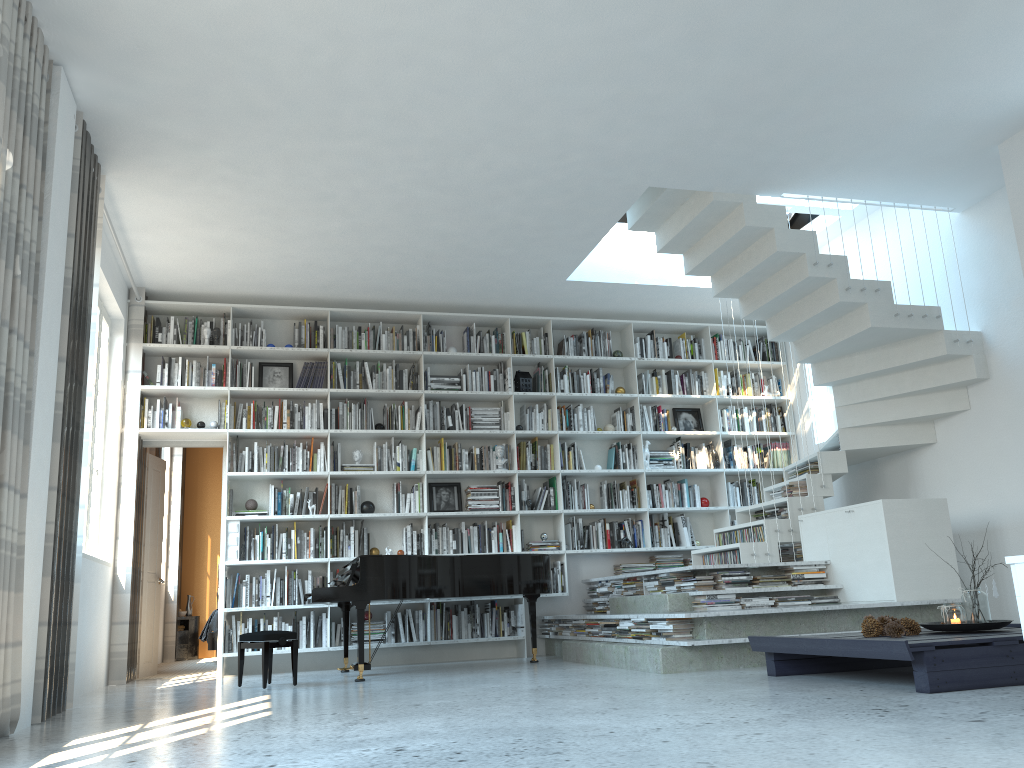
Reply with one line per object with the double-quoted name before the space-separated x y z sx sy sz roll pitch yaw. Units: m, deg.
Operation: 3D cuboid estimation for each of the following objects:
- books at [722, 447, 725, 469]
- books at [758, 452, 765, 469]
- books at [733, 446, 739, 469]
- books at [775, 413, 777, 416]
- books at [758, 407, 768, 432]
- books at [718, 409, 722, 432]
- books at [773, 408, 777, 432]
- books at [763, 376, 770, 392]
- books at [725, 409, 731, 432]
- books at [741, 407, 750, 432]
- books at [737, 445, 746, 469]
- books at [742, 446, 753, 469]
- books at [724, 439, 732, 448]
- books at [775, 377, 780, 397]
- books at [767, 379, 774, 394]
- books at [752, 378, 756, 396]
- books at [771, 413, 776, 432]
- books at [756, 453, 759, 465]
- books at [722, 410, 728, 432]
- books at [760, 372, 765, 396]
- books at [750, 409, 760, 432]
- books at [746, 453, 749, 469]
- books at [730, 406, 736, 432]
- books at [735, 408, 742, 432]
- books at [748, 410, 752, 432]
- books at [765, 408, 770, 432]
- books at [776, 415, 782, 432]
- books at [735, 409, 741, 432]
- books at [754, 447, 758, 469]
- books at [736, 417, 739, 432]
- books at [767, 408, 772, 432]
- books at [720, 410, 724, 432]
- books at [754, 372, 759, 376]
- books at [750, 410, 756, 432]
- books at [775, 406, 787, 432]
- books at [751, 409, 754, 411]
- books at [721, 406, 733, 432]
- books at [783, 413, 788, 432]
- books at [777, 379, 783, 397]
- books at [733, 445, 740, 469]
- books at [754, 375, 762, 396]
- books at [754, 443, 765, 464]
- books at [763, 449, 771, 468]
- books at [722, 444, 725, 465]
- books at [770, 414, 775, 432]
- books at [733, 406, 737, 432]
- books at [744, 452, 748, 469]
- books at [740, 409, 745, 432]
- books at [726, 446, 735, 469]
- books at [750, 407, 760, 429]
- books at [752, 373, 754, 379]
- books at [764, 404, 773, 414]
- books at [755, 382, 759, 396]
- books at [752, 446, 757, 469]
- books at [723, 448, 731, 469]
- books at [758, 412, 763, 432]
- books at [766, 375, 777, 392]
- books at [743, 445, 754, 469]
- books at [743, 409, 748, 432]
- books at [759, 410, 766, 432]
"books" 2.082 0.765 8.879 0.010 0.238 0.148 1 -14 -15
"books" 2.486 0.793 8.952 0.024 0.180 0.191 1 -14 -15
"books" 2.211 0.760 8.896 0.026 0.245 0.181 1 -14 -15
"books" 2.718 0.430 9.162 0.024 0.229 0.131 1 -14 -15
"books" 2.566 0.395 9.099 0.012 0.282 0.152 1 -14 -15
"books" 2.074 0.399 8.960 0.012 0.253 0.161 1 -14 -15
"books" 2.676 0.399 9.138 0.013 0.282 0.149 1 -14 -15
"books" 2.606 0.055 9.199 0.070 0.253 0.154 1 -14 -15
"books" 2.152 0.398 8.978 0.026 0.256 0.174 1 -14 -15
"books" 2.357 0.390 9.041 0.030 0.283 0.166 1 -14 -15
"books" 2.271 0.753 8.914 0.056 0.261 0.177 1 -14 -15
"books" 2.358 0.763 8.942 0.022 0.246 0.181 1 -14 -15
"books" 2.185 0.727 8.918 0.012 0.321 0.142 1 -14 -15
"books" 2.729 0.063 9.239 0.040 0.246 0.160 1 -14 -15
"books" 2.652 0.075 9.204 0.023 0.213 0.181 1 -14 -15
"books" 2.459 0.069 9.141 0.013 0.212 0.187 1 -14 -15
"books" 2.649 0.427 9.116 0.025 0.219 0.178 1 -14 -15
"books" 2.456 0.791 8.988 0.014 0.206 0.138 1 -14 -15
"books" 2.120 0.399 8.957 0.023 0.247 0.182 1 -14 -15
"books" 2.559 0.039 9.194 0.023 0.286 0.163 1 -14 -15
"books" 2.465 0.405 9.068 0.023 0.257 0.184 1 -14 -15
"books" 2.331 0.797 8.943 0.030 0.184 0.137 1 -14 -15
"books" 2.211 0.383 9.011 0.022 0.296 0.162 1 -14 -15
"books" 2.284 0.397 9.026 0.025 0.270 0.153 1 -14 -15
"books" 2.402 0.409 9.064 0.012 0.253 0.161 1 -14 -15
"books" 2.579 0.397 9.098 0.013 0.276 0.188 1 -14 -15
"books" 2.702 0.438 9.118 0.029 0.195 0.192 1 -14 -15
"books" 2.269 0.399 9.012 0.013 0.259 0.158 1 -14 -15
"books" 2.437 0.769 8.985 0.025 0.248 0.134 1 -14 -15
"books" 2.248 0.441 9.010 0.027 0.179 0.157 1 -14 -15
"books" 2.600 0.401 9.100 0.028 0.267 0.174 1 -14 -15
"books" 2.089 0.405 8.977 0.026 0.249 0.161 1 -14 -15
"books" 2.539 0.038 9.200 0.011 0.293 0.151 1 -14 -15
"books" 2.435 0.409 9.051 0.045 0.244 0.177 1 -14 -15
"books" 2.751 0.393 9.148 0.042 0.291 0.186 1 -14 -15
"books" 2.475 0.403 9.096 0.010 0.273 0.130 1 -14 -15
"books" 2.174 0.381 8.974 0.014 0.285 0.186 1 -14 -15
"books" 2.783 0.430 9.149 0.021 0.218 0.184 1 -14 -15
"books" 2.759 0.074 9.225 0.011 0.216 0.170 1 -14 -15
"books" 2.230 0.753 8.916 0.022 0.265 0.157 1 -14 -15
"books" 2.530 0.049 9.172 0.022 0.260 0.161 1 -14 -15
"books" 2.500 0.754 8.996 0.026 0.277 0.170 1 -14 -15
"books" 2.561 0.785 8.993 0.088 0.216 0.167 1 -14 -15
"books" 2.088 0.749 8.896 0.010 0.278 0.148 1 -14 -15
"books" 2.627 0.429 9.099 0.025 0.211 0.189 1 -14 -15
"books" 2.231 0.383 9.005 0.012 0.292 0.166 1 -14 -15
"books" 2.311 0.789 8.916 0.023 0.189 0.170 1 -14 -15
"books" 2.311 0.400 9.022 0.024 0.258 0.157 1 -14 -15
"books" 2.176 0.761 8.887 0.022 0.242 0.171 1 -14 -15
"books" 2.492 0.394 9.099 0.024 0.291 0.132 1 -14 -15
"books" 2.469 0.043 9.177 0.024 0.280 0.154 1 -14 -15
"books" 2.660 0.378 9.148 0.013 0.329 0.140 1 -14 -15
"books" 2.499 0.091 9.173 0.034 0.182 0.157 1 -14 -15
"books" 2.420 0.766 8.978 0.012 0.253 0.161 1 -14 -15
"books" 2.126 0.770 8.900 0.066 0.236 0.144 1 -14 -15
"books" 2.518 0.421 9.100 0.028 0.236 0.146 1 -14 -15
"books" 2.695 0.057 9.231 0.029 0.257 0.163 1 -14 -15
"books" 2.380 0.760 8.959 0.029 0.258 0.172 1 -14 -15
"books" 2.334 0.398 9.027 0.022 0.262 0.173 1 -14 -15
"books" 2.546 0.411 9.099 0.025 0.252 0.160 1 -14 -15
